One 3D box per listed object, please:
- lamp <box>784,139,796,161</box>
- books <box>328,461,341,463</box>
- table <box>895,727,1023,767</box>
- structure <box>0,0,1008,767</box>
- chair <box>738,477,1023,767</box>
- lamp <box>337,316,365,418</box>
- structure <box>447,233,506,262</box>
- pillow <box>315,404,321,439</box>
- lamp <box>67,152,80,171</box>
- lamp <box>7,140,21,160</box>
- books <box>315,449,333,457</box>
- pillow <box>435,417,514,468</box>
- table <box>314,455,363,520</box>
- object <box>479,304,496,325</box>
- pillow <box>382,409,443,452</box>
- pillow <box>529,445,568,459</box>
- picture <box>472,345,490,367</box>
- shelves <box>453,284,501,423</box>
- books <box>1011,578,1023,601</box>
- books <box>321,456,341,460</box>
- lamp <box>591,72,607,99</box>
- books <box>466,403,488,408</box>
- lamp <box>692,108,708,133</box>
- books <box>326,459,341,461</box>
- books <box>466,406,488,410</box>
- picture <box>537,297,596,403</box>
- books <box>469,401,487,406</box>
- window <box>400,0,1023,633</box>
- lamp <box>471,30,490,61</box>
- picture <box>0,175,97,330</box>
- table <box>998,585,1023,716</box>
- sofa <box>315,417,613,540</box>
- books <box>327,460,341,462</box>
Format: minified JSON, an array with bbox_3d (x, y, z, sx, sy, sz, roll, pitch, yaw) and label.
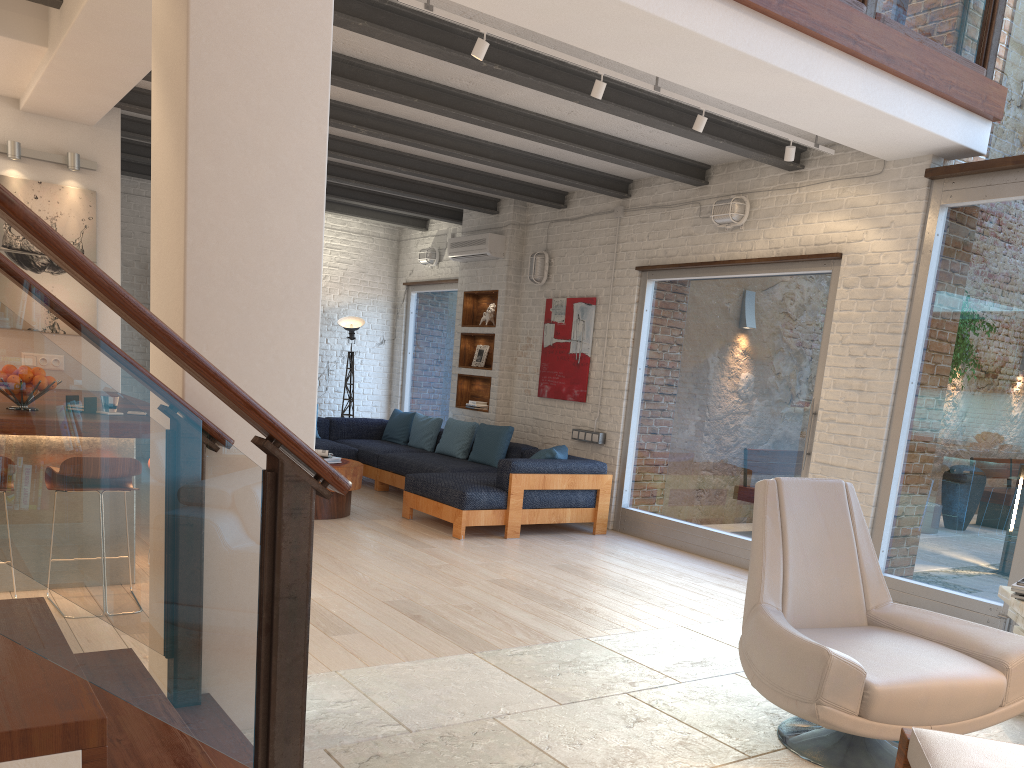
[{"bbox_3d":[1.701,-1.418,5.332,0.059,0.132,0.085,7,8,15],"label":"lamp"},{"bbox_3d":[-1.655,0.648,7.411,0.314,0.011,0.251,6,1,34],"label":"books"},{"bbox_3d":[2.322,1.309,2.686,2.193,0.439,1.943,5,1,16],"label":"table"},{"bbox_3d":[-1.577,-0.936,2.869,10.165,4.232,13.573,3,2,-35],"label":"structure"},{"bbox_3d":[1.352,0.925,3.447,1.030,1.040,0.947,3,7,-18],"label":"chair"},{"bbox_3d":[-1.764,0.131,10.576,0.859,1.890,0.497,10,11,26],"label":"lamp"},{"bbox_3d":[-0.382,-1.415,9.087,0.200,0.224,0.798,0,4,-35],"label":"structure"},{"bbox_3d":[-2.385,0.402,9.626,0.555,0.418,0.218,2,9,-35],"label":"pillow"},{"bbox_3d":[-2.997,-1.519,5.958,0.080,0.107,0.077,4,7,-7],"label":"lamp"},{"bbox_3d":[-3.288,-1.542,5.755,0.080,0.107,0.077,4,7,-7],"label":"lamp"},{"bbox_3d":[-1.707,0.597,7.445,0.322,0.111,0.267,5,2,-2],"label":"books"},{"bbox_3d":[-0.388,0.575,8.793,0.254,0.426,1.187,-1,5,-36],"label":"pillow"},{"bbox_3d":[-2.055,0.845,7.833,1.079,0.456,1.791,4,2,-29],"label":"table"},{"bbox_3d":[-0.251,-0.737,9.282,0.112,0.248,0.210,0,8,-27],"label":"object"},{"bbox_3d":[-1.141,0.518,9.885,0.243,0.408,1.084,-1,5,-36],"label":"pillow"},{"bbox_3d":[0.280,0.701,7.669,0.375,0.335,0.556,6,4,15],"label":"pillow"},{"bbox_3d":[-0.331,-0.301,9.453,0.102,0.250,0.189,-4,12,-44],"label":"picture"},{"bbox_3d":[-0.309,-0.321,9.402,0.191,1.462,0.749,-3,12,-35],"label":"shelves"},{"bbox_3d":[2.645,0.988,4.008,0.560,0.081,0.388,6,1,39],"label":"books"},{"bbox_3d":[-1.654,0.616,7.391,0.315,0.011,0.250,5,1,29],"label":"books"},{"bbox_3d":[0.445,-1.519,4.469,0.061,0.132,0.084,-1,10,-33],"label":"lamp"},{"bbox_3d":[-0.369,0.234,9.468,0.171,0.019,0.231,5,1,-33],"label":"books"},{"bbox_3d":[1.056,-1.475,4.892,0.061,0.124,0.084,-1,10,-33],"label":"lamp"},{"bbox_3d":[-1.659,0.627,7.400,0.315,0.011,0.250,5,1,24],"label":"books"},{"bbox_3d":[-0.384,0.259,9.479,0.162,0.017,0.246,5,1,-25],"label":"books"},{"bbox_3d":[0.512,-0.330,8.330,0.019,0.983,0.726,-3,10,-35],"label":"picture"},{"bbox_3d":[-0.369,0.208,9.469,0.133,0.034,0.201,4,1,-25],"label":"books"},{"bbox_3d":[2.465,-1.741,6.005,0.645,6.552,12.080,-3,7,-35],"label":"window"},{"bbox_3d":[-0.147,-1.566,4.055,0.085,0.132,0.058,9,10,24],"label":"lamp"},{"bbox_3d":[-3.231,-0.864,6.030,0.654,1.040,0.019,0,12,-34],"label":"picture"},{"bbox_3d":[2.587,1.278,4.110,0.492,0.516,0.486,7,6,15],"label":"table"},{"bbox_3d":[-1.109,0.808,8.611,2.081,0.675,3.870,4,2,-35],"label":"sofa"},{"bbox_3d":[-1.665,0.636,7.420,0.315,0.011,0.250,5,1,24],"label":"books"}]
